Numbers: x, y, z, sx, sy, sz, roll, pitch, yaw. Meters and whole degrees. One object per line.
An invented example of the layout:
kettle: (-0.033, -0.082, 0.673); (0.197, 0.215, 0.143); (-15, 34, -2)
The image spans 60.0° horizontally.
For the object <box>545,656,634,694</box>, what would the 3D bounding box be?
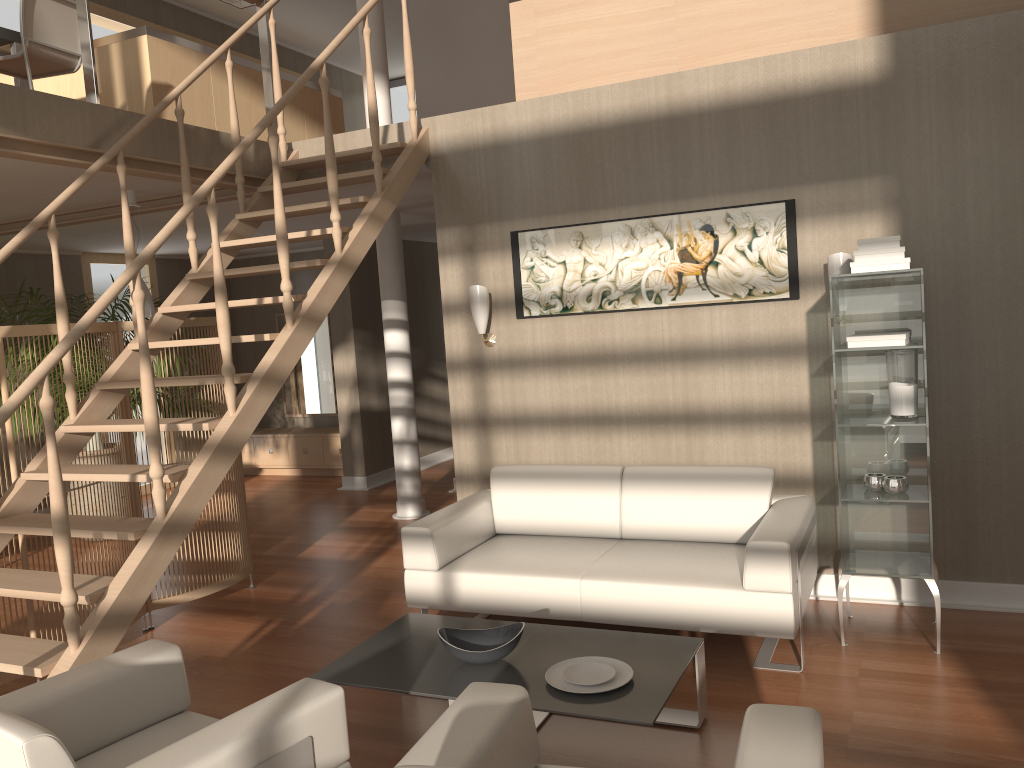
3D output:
object: (0.258, 0.978, 2.965); (0.294, 0.020, 0.294); (-4, 4, -3)

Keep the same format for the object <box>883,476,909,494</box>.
object: (1.662, 0.437, 3.840); (0.103, 0.066, 0.103); (0, 6, 44)

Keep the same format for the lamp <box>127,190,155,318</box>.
lamp: (-2.361, -0.818, 5.593); (0.139, 0.800, 0.139); (-7, 5, -30)

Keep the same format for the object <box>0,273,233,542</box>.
object: (-3.339, 0.295, 7.009); (2.109, 2.304, 2.157); (-3, 5, 13)

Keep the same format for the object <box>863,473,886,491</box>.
object: (1.609, 0.434, 3.922); (0.103, 0.066, 0.103); (0, 6, 44)

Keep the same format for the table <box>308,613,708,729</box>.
table: (-0.002, 1.134, 3.214); (1.260, 0.293, 0.700); (-2, 5, 25)

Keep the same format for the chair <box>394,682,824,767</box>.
chair: (0.167, 1.015, 1.799); (0.900, 0.740, 0.905); (-3, 5, 20)

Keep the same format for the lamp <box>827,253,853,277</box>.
lamp: (1.572, -0.446, 4.229); (0.112, 0.353, 0.153); (-2, 5, 25)

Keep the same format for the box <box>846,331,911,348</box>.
box: (1.583, -0.191, 3.821); (0.232, 0.047, 0.232); (-2, 5, 30)

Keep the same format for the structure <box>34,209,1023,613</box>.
structure: (-0.459, -0.169, 5.988); (8.342, 2.533, 10.775); (-2, 5, 25)

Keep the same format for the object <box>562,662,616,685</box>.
object: (0.258, 0.975, 2.964); (0.178, 0.020, 0.178); (-6, 5, -26)

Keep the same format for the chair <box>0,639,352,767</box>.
chair: (-1.044, 1.066, 2.272); (0.900, 0.740, 0.905); (-1, 5, 35)

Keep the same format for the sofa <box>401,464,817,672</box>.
sofa: (0.473, 0.804, 4.220); (1.781, 0.740, 0.905); (-2, 5, 25)

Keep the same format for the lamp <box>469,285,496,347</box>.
lamp: (-0.168, -0.383, 5.028); (0.112, 0.353, 0.153); (-2, 5, 25)

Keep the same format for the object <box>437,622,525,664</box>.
object: (-0.107, 0.934, 3.188); (0.317, 0.125, 0.223); (-4, 4, -4)

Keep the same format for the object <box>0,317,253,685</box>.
object: (-2.088, 0.479, 4.302); (0.233, 1.542, 2.229); (-2, 5, 30)

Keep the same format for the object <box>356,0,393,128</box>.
object: (-1.080, -2.833, 6.762); (0.200, 2.400, 0.200); (-2, 5, 25)

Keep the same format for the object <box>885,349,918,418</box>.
object: (1.692, -0.001, 3.840); (0.129, 0.291, 0.129); (-4, 4, -3)

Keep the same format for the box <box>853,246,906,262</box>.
box: (1.574, -0.551, 3.794); (0.200, 0.047, 0.200); (-2, 5, 25)

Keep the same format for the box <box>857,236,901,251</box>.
box: (1.570, -0.598, 3.789); (0.168, 0.047, 0.168); (-2, 5, 25)

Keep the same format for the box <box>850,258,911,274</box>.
box: (1.579, -0.504, 3.795); (0.232, 0.047, 0.232); (-2, 5, 25)

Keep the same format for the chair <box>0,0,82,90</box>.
chair: (-2.749, -1.775, 5.060); (0.496, 0.796, 0.430); (-3, 5, 20)

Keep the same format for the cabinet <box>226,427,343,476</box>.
cabinet: (-2.237, 0.727, 9.508); (1.911, 0.458, 0.500); (-2, 5, 25)

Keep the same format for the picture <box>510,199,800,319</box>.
picture: (0.705, -0.637, 4.672); (1.531, 0.487, 0.018); (-2, 5, 25)

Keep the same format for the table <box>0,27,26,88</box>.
table: (-3.711, -1.653, 4.778); (0.900, 0.740, 1.800); (-2, 5, 25)

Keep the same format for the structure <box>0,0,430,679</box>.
structure: (-1.527, -0.461, 3.983); (1.000, 3.578, 3.150); (-2, 5, 25)

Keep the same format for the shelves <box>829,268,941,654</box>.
shelves: (1.627, 0.315, 3.877); (0.400, 1.600, 0.403); (-2, 5, 25)

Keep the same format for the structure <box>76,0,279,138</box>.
structure: (-3.751, -1.730, 4.771); (3.475, 0.900, 3.300); (-2, 5, 25)
